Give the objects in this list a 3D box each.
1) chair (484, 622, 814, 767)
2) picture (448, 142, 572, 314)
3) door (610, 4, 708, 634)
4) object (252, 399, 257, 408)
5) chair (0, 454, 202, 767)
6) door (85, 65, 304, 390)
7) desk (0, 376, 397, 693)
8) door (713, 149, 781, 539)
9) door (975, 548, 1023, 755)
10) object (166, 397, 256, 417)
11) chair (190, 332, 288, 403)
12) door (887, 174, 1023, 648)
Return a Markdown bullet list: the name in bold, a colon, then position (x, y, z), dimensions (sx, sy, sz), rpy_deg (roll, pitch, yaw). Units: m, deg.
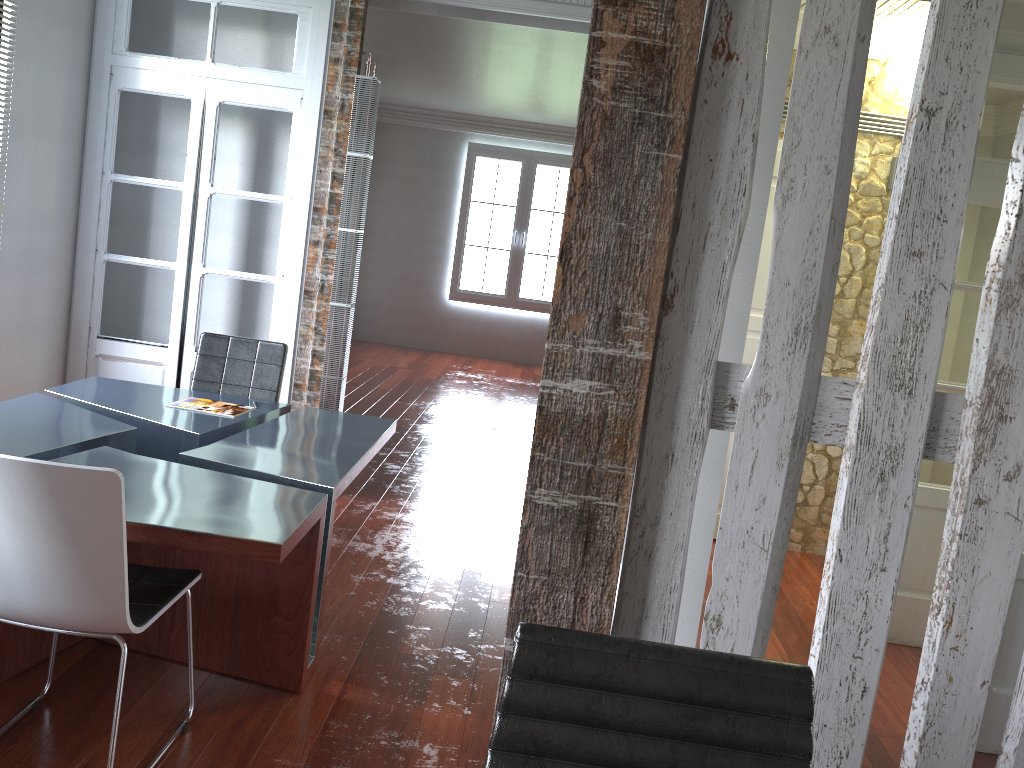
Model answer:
- **chair**: position (0.111, 0.907, 1.018), dimensions (0.665, 1.017, 0.704), rpy_deg (7, 7, -4)
- **picture**: position (0.108, -1.924, 11.066), dimensions (1.580, 1.976, 0.128), rpy_deg (8, 6, 2)
- **door**: position (0.357, 0.115, 2.455), dimensions (0.041, 2.166, 1.064), rpy_deg (8, 7, 2)
- **object**: position (-1.164, 0.089, 4.003), dimensions (0.011, 0.011, 0.150), rpy_deg (5, 10, -22)
- **chair**: position (-1.144, 0.573, 2.347), dimensions (0.475, 0.914, 0.605), rpy_deg (8, 7, 2)
- **door**: position (-1.752, -0.555, 4.806), dimensions (1.160, 2.169, 0.041), rpy_deg (8, 6, 2)
- **desk**: position (-1.336, 0.518, 3.309), dimensions (1.446, 0.650, 1.724), rpy_deg (8, 9, 2)
- **door**: position (1.184, -0.219, 4.987), dimensions (0.869, 2.205, 0.146), rpy_deg (8, 6, 2)
- **door**: position (2.182, 0.323, 2.999), dimensions (1.077, 2.073, 0.041), rpy_deg (8, 6, 2)
- **object**: position (-1.305, 0.101, 3.846), dimensions (0.307, 0.012, 0.225), rpy_deg (9, 9, 7)
- **chair**: position (-1.356, 0.269, 4.019), dimensions (0.475, 0.914, 0.605), rpy_deg (8, 7, 2)
- **door**: position (2.214, 0.188, 3.847), dimensions (1.077, 2.073, 0.041), rpy_deg (8, 6, 2)
